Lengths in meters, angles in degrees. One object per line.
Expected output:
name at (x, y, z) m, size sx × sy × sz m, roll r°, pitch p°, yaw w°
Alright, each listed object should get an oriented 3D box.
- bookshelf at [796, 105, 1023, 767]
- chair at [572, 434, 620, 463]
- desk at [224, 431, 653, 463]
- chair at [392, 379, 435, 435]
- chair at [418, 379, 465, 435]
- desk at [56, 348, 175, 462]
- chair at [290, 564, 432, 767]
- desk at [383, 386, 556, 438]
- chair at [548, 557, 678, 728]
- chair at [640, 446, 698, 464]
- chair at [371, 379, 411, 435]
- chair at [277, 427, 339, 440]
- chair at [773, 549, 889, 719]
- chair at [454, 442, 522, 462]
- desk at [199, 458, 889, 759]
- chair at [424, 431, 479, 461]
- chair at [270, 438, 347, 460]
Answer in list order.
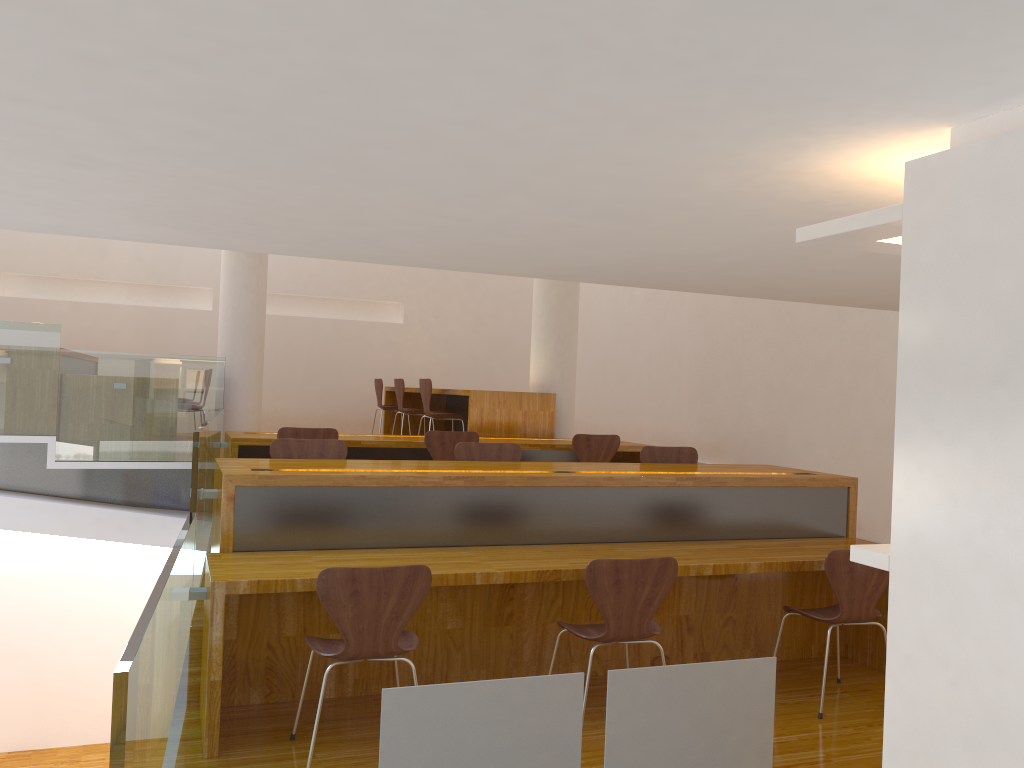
bookshelf at (1.757, 0.745, 1.262) m, size 2.984 × 1.836 × 0.498 m, roll 3°, pitch -1°, yaw -21°
chair at (0.551, 0.713, 6.661) m, size 0.428 × 0.693 × 0.381 m, roll 3°, pitch -1°, yaw -21°
desk at (-0.506, 0.719, 6.740) m, size 3.185 × 0.606 × 0.760 m, roll 3°, pitch -1°, yaw -21°
chair at (-0.962, 0.300, 8.723) m, size 0.381 × 0.693 × 0.428 m, roll 3°, pitch -1°, yaw -21°
chair at (-0.617, 0.306, 7.815) m, size 0.381 × 0.693 × 0.428 m, roll 3°, pitch -1°, yaw -21°
desk at (-3.693, 0.132, 7.620) m, size 1.527 × 0.785 × 3.243 m, roll 3°, pitch -1°, yaw -21°
chair at (-0.526, 0.952, 3.118) m, size 0.428 × 0.693 × 0.381 m, roll 3°, pitch -1°, yaw -21°
desk at (-0.557, 0.357, 8.851) m, size 0.760 × 0.606 × 3.185 m, roll 3°, pitch -1°, yaw -21°
chair at (0.381, 0.992, 3.463) m, size 0.428 × 0.693 × 0.381 m, roll 3°, pitch -1°, yaw -21°
chair at (0.975, 0.717, 5.083) m, size 0.428 × 0.693 × 0.381 m, roll 3°, pitch -1°, yaw -21°
chair at (-1.324, 0.295, 9.782) m, size 0.381 × 0.693 × 0.428 m, roll 3°, pitch -1°, yaw -21°
chair at (-1.387, 0.626, 5.883) m, size 0.428 × 0.693 × 0.381 m, roll 3°, pitch -1°, yaw -21°
chair at (1.412, 1.039, 3.896) m, size 0.428 × 0.693 × 0.381 m, roll 3°, pitch -1°, yaw -21°
chair at (-0.083, 0.669, 4.722) m, size 0.428 × 0.693 × 0.381 m, roll 3°, pitch -1°, yaw -21°
desk at (0.251, 0.883, 4.196) m, size 3.236 × 0.918 × 1.285 m, roll 3°, pitch -1°, yaw -21°
chair at (-0.480, 0.667, 6.228) m, size 0.428 × 0.693 × 0.381 m, roll 3°, pitch -1°, yaw -21°
chair at (-0.991, 0.629, 4.377) m, size 0.428 × 0.693 × 0.381 m, roll 3°, pitch -1°, yaw -21°
